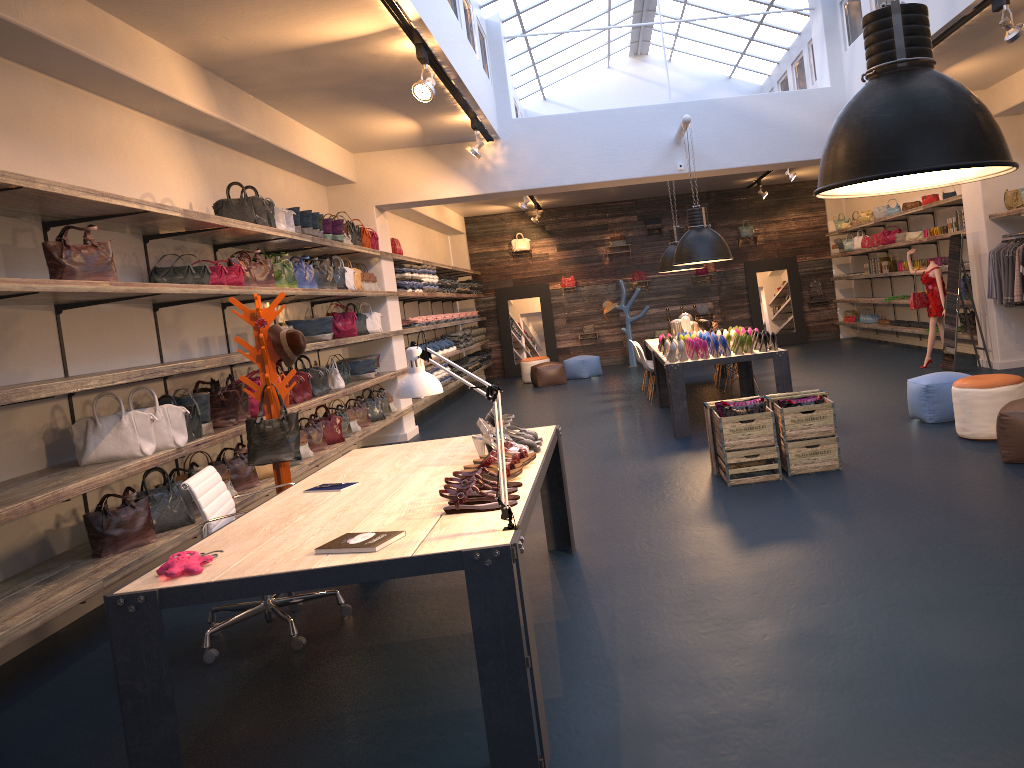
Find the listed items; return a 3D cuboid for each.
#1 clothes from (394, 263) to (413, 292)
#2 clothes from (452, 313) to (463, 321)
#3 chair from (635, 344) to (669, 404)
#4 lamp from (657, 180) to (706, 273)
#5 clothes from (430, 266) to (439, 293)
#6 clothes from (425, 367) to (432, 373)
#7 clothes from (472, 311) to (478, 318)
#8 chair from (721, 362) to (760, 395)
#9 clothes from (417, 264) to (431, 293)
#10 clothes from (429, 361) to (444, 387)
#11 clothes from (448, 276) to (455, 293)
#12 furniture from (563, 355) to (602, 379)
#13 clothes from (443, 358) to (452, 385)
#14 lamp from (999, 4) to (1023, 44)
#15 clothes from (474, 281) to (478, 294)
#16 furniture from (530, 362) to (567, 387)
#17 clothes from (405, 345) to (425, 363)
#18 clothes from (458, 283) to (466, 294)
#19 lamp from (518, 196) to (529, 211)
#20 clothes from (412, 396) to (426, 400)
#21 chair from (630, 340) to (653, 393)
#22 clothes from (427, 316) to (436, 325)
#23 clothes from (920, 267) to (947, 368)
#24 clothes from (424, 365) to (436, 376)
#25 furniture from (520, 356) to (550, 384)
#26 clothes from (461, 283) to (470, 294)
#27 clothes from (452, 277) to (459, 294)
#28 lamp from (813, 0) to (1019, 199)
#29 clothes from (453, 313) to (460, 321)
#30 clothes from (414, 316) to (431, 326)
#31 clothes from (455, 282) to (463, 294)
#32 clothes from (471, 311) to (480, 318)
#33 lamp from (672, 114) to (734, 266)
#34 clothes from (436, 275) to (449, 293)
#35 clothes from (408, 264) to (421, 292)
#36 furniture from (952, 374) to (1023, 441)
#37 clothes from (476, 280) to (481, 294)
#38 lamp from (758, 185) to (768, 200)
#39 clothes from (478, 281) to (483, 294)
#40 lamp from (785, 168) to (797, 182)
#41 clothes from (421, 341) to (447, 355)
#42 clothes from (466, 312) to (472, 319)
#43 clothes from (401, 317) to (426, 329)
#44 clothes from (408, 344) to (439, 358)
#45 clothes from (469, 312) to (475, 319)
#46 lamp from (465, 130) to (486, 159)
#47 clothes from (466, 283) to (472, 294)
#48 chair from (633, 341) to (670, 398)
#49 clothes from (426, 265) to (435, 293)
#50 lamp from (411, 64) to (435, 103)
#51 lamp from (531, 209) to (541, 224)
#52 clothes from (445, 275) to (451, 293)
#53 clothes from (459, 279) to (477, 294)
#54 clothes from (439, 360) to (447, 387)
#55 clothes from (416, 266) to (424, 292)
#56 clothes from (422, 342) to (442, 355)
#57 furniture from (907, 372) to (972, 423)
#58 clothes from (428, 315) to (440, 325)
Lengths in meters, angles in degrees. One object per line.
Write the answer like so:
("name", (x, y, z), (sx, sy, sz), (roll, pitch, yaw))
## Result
("clothes", (-1.504, -1.430, 11.767), (0.249, 0.410, 0.326), (-6, 3, 10))
("clothes", (-1.066, -1.212, 15.795), (0.324, 0.154, 0.348), (-7, 4, -3))
("chair", (1.972, -0.171, 11.718), (0.547, 0.800, 0.465), (-7, 3, 0))
("lamp", (2.315, -2.437, 12.369), (0.642, 1.643, 0.759), (-5, 3, 38))
("clothes", (-1.311, -1.619, 13.509), (0.259, 0.455, 0.347), (-6, 3, 16))
("clothes", (-1.254, -0.037, 12.173), (0.249, 0.410, 0.326), (-6, 3, 10))
("clothes", (-0.887, -1.387, 17.664), (0.333, 0.159, 0.336), (-5, 5, 23))
("chair", (3.102, -0.301, 11.761), (0.556, 0.800, 0.457), (-7, 3, -5))
("clothes", (-1.385, -1.551, 12.821), (0.259, 0.455, 0.347), (-6, 3, 16))
("clothes", (-1.199, -0.121, 12.876), (0.259, 0.455, 0.347), (-6, 3, 16))
("clothes", (-1.156, -1.675, 14.773), (0.353, 0.298, 0.307), (-7, 4, 2))
("furniture", (1.353, -0.339, 16.684), (0.594, 0.422, 0.705), (-3, 5, 41))
("clothes", (-1.124, -0.189, 13.565), (0.259, 0.455, 0.347), (-6, 3, 16))
("lamp", (3.934, -2.826, 6.821), (0.262, 0.327, 0.165), (-10, 4, -43))
("clothes", (-0.861, -1.944, 17.518), (0.377, 0.298, 0.312), (-7, 4, -10))
("furniture", (0.662, -0.196, 15.927), (0.680, 0.422, 0.619), (-8, 4, -14))
("clothes", (-1.400, -0.428, 12.356), (0.425, 0.240, 0.429), (-6, 4, 2))
("clothes", (-1.084, -1.766, 15.993), (0.419, 0.251, 0.345), (-7, 4, -1))
("lamp", (0.197, -3.094, 14.823), (0.197, 0.327, 0.220), (-10, 4, -44))
("clothes", (-1.318, 0.000, 11.823), (0.249, 0.410, 0.326), (-6, 3, 10))
("chair", (2.077, -0.298, 13.058), (0.547, 0.800, 0.465), (-7, 3, 0))
("clothes", (-1.361, -0.954, 13.258), (0.333, 0.159, 0.336), (-5, 5, 23))
("clothes", (5.830, -0.920, 11.945), (0.479, 1.383, 0.334), (-7, 2, -13))
("clothes", (-1.245, -0.067, 12.502), (0.249, 0.410, 0.326), (-6, 3, 10))
("furniture", (0.467, -0.282, 16.841), (0.576, 0.479, 0.586), (-6, 4, 5))
("clothes", (-1.041, -1.807, 16.410), (0.404, 0.251, 0.358), (-6, 4, 11))
("clothes", (-1.121, -1.707, 15.102), (0.346, 0.298, 0.313), (-6, 4, 8))
("lamp", (1.310, -1.521, 3.033), (0.755, 1.643, 0.646), (-8, 3, -29))
("clothes", (-1.124, -1.170, 15.460), (0.333, 0.159, 0.336), (-5, 5, 23))
("clothes", (-1.380, -0.925, 12.872), (0.324, 0.154, 0.348), (-7, 4, -3))
("clothes", (-1.128, -1.727, 15.596), (0.404, 0.251, 0.358), (-6, 4, 11))
("clothes", (-0.828, -1.428, 17.999), (0.324, 0.154, 0.348), (-7, 4, -3))
("lamp", (2.025, -2.171, 9.656), (0.719, 1.643, 0.682), (-7, 3, -7))
("clothes", (-1.216, -1.612, 14.120), (0.368, 0.298, 0.330), (-6, 4, 4))
("clothes", (-1.441, -1.468, 12.117), (0.249, 0.410, 0.326), (-6, 3, 10))
("furniture", (3.886, 0.177, 7.047), (0.576, 0.479, 0.586), (-6, 4, 5))
("clothes", (-0.826, -1.976, 17.845), (0.353, 0.298, 0.307), (-7, 4, 2))
("lamp", (5.101, -3.890, 17.660), (0.197, 0.327, 0.220), (-10, 4, -44))
("clothes", (-0.791, -2.009, 18.173), (0.346, 0.298, 0.313), (-6, 4, 8))
("lamp", (4.815, -3.629, 15.002), (0.197, 0.327, 0.220), (-10, 4, -44))
("clothes", (-1.264, -0.551, 13.612), (0.425, 0.240, 0.429), (-6, 4, 2))
("clothes", (-0.964, -1.316, 16.943), (0.333, 0.159, 0.336), (-5, 5, 23))
("clothes", (-1.439, -0.883, 12.537), (0.333, 0.159, 0.336), (-5, 5, 23))
("clothes", (-1.353, -0.471, 12.799), (0.405, 0.240, 0.449), (-5, 4, 18))
("clothes", (-0.906, -1.358, 17.278), (0.324, 0.154, 0.348), (-7, 4, -3))
("lamp", (-0.391, -2.556, 9.330), (0.259, 0.327, 0.167), (-8, 3, -29))
("clothes", (-0.997, -1.846, 16.806), (0.419, 0.251, 0.345), (-7, 4, -1))
("chair", (2.045, -0.236, 12.385), (0.533, 0.800, 0.477), (-6, 3, 9))
("clothes", (-1.350, -1.583, 13.148), (0.259, 0.455, 0.347), (-6, 3, 16))
("lamp", (-0.647, -2.301, 6.636), (0.272, 0.314, 0.166), (-9, 4, -34))
("lamp", (0.481, -3.354, 17.462), (0.197, 0.327, 0.220), (-10, 4, -44))
("clothes", (-1.191, -1.643, 14.446), (0.377, 0.298, 0.312), (-7, 4, -10))
("clothes", (-0.885, -1.914, 17.191), (0.368, 0.298, 0.330), (-6, 4, 4))
("clothes", (-1.163, -0.153, 13.204), (0.259, 0.455, 0.347), (-6, 3, 16))
("clothes", (-1.431, -1.497, 12.446), (0.249, 0.410, 0.326), (-6, 3, 10))
("clothes", (-1.309, -0.511, 13.201), (0.425, 0.240, 0.429), (-6, 4, 2))
("furniture", (4.026, 0.101, 8.082), (0.653, 0.422, 0.646), (-7, 4, 1))
("clothes", (-1.303, -0.996, 13.594), (0.324, 0.154, 0.348), (-7, 4, -3))
